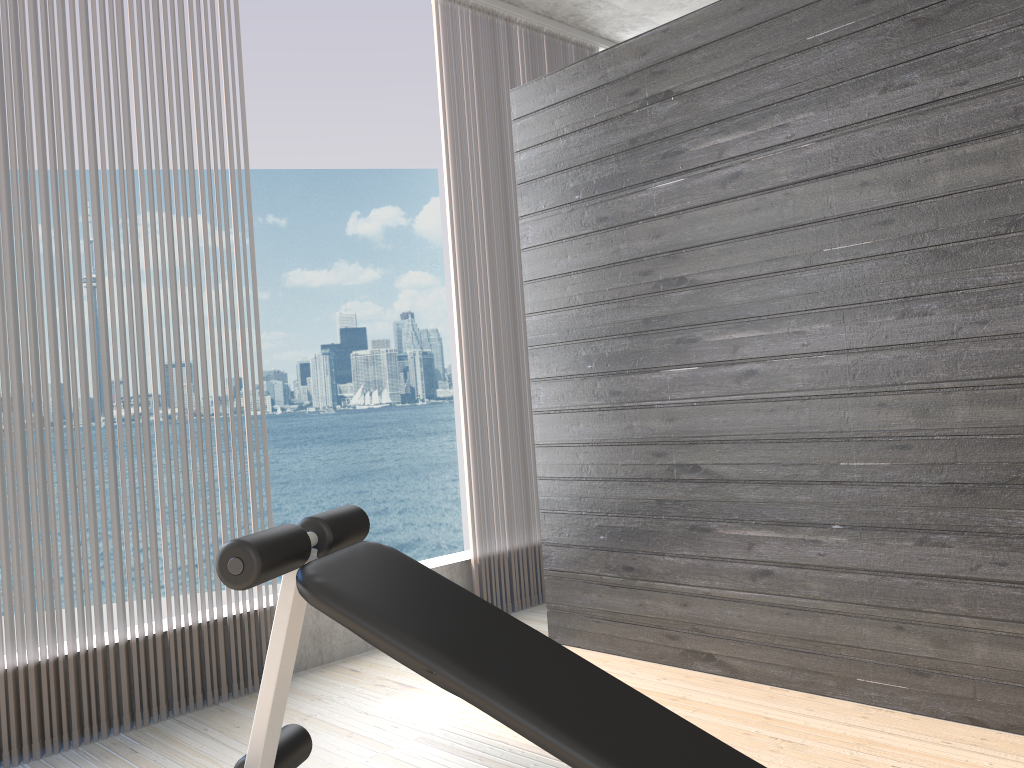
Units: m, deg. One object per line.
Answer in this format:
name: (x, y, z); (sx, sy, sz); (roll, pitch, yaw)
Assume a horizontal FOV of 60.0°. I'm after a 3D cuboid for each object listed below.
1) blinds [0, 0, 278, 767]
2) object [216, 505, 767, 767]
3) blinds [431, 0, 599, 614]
blinds: (-1.302, -0.291, 2.787); (1.133, 2.744, 0.069); (-3, -2, -45)
object: (0.057, 0.587, 1.498); (1.312, 0.746, 0.505); (-4, -1, 15)
blinds: (0.143, -0.367, 4.217); (1.133, 2.744, 0.069); (-3, -2, -45)
